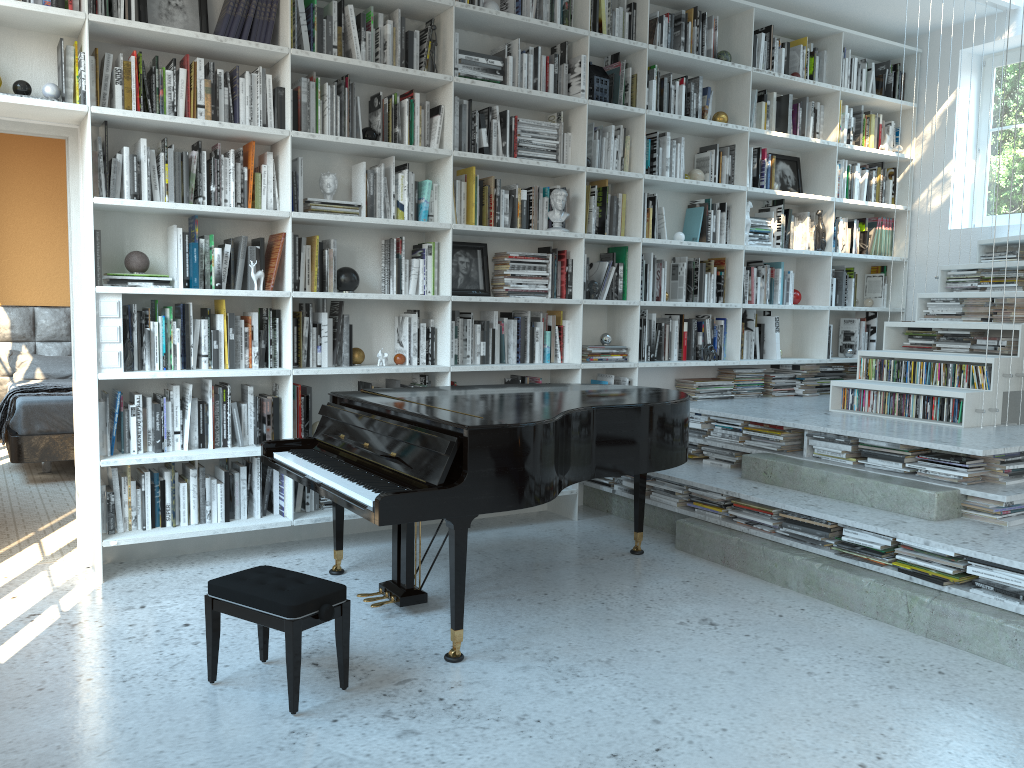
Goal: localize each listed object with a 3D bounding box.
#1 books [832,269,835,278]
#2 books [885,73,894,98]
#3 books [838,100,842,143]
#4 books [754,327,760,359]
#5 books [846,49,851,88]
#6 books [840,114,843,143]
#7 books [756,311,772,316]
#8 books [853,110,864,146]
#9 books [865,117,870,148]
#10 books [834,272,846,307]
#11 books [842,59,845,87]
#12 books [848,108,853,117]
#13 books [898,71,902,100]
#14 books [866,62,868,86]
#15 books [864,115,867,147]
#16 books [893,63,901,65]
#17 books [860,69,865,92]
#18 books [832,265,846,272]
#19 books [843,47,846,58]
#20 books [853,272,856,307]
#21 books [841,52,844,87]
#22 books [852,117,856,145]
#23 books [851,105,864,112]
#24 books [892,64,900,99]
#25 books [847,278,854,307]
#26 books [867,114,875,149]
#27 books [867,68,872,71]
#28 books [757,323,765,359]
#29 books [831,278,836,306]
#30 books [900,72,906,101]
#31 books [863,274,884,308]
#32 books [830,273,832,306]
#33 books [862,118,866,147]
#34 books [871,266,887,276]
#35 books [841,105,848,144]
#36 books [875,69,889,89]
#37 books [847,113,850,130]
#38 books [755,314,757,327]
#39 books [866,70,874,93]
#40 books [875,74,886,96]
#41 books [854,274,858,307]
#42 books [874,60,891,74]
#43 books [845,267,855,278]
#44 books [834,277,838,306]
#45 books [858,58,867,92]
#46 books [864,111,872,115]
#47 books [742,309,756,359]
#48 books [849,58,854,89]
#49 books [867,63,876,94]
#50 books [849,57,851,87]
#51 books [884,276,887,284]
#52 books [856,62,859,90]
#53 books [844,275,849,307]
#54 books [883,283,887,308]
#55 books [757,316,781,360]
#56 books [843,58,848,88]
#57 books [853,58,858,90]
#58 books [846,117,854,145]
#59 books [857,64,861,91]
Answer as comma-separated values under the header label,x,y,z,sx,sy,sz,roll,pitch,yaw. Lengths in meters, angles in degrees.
label,x,y,z,sx,sy,sz,roll,pitch,yaw
books,2.257,-0.693,6.394,0.024,0.267,0.133,-2,6,-31
books,2.696,-2.143,6.477,0.012,0.216,0.192,-2,6,-31
books,2.195,-1.793,6.125,0.010,0.294,0.183,-2,6,-31
books,1.600,-0.281,6.017,0.052,0.217,0.184,-2,6,-31
books,2.296,-2.176,6.242,0.012,0.306,0.184,-2,6,-31
books,2.208,-1.749,6.139,0.024,0.205,0.165,-2,6,-31
books,1.731,-0.341,6.113,0.012,0.326,0.136,-2,6,-31
books,2.386,-1.779,6.245,0.023,0.254,0.189,-2,6,-31
books,2.458,-1.766,6.296,0.013,0.222,0.174,-2,6,-31
books,2.317,-0.682,6.394,0.027,0.249,0.184,-2,6,-31
books,2.244,-2.135,6.204,0.022,0.229,0.174,-2,6,-31
books,2.306,-1.783,6.210,0.023,0.264,0.158,-2,6,-31
books,2.783,-2.162,6.544,0.014,0.248,0.184,-2,6,-31
books,2.485,-2.161,6.372,0.015,0.263,0.143,-2,6,-31
books,2.442,-1.774,6.297,0.012,0.238,0.165,-2,6,-31
books,2.808,-2.200,6.576,0.014,0.319,0.144,-2,6,-31
books,2.451,-2.133,6.352,0.026,0.208,0.163,-2,6,-31
books,2.356,-0.710,6.447,0.013,0.297,0.141,-2,6,-31
books,2.278,-2.187,6.247,0.012,0.327,0.151,-2,6,-31
books,2.446,-0.692,6.507,0.012,0.254,0.160,-2,6,-31
books,2.232,-2.154,6.191,0.012,0.269,0.184,-2,6,-31
books,2.355,-1.759,6.250,0.025,0.212,0.134,-2,6,-31
books,2.403,-1.801,6.258,0.022,0.297,0.152,-2,6,-31
books,2.750,-2.179,6.502,0.014,0.287,0.189,-2,6,-31
books,2.413,-0.665,6.466,0.021,0.205,0.174,-2,6,-31
books,2.470,-1.778,6.328,0.042,0.242,0.247,-2,6,-31
books,2.539,-2.150,6.418,0.010,0.236,0.131,-2,6,-31
books,1.642,-0.293,6.046,0.031,0.240,0.171,-2,6,-31
books,2.244,-0.658,6.368,0.029,0.201,0.172,-2,6,-31
books,2.806,-2.157,6.544,0.025,0.237,0.187,-2,6,-31
books,2.724,-0.701,6.675,0.012,0.254,0.160,-2,6,-31
books,2.220,-0.678,6.357,0.022,0.242,0.151,-2,6,-31
books,2.416,-1.757,6.275,0.014,0.206,0.184,-2,6,-31
books,2.771,-0.734,6.712,0.013,0.315,0.129,-2,6,-31
books,2.234,-1.778,6.142,0.026,0.263,0.189,-2,6,-31
books,2.652,-2.159,6.471,0.068,0.247,0.160,-2,6,-31
books,2.260,-1.760,6.173,0.049,0.224,0.161,-2,6,-31
books,1.616,-0.326,6.048,0.010,0.304,0.131,-2,6,-31
books,2.517,-2.137,6.390,0.057,0.212,0.162,-2,6,-31
books,2.622,-2.129,6.436,0.024,0.193,0.186,-2,6,-31
books,2.459,-0.685,6.510,0.013,0.240,0.166,-2,6,-31
books,2.696,-2.193,6.498,0.014,0.314,0.161,-2,6,-31
books,2.423,-0.705,6.478,0.011,0.285,0.161,-2,6,-31
books,2.281,-0.663,6.404,0.025,0.208,0.149,-2,6,-31
books,2.471,-2.172,6.368,0.012,0.285,0.159,-2,6,-31
books,2.521,-1.812,6.422,0.010,0.296,0.165,-2,6,-31
books,1.573,-0.338,5.995,0.014,0.334,0.168,-2,6,-31
books,2.342,-2.154,6.278,0.022,0.259,0.163,-2,6,-31
books,2.569,-2.172,6.430,0.069,0.277,0.131,-2,6,-31
books,2.319,-2.162,6.268,0.027,0.276,0.148,-2,6,-31
books,2.759,-0.694,6.700,0.022,0.237,0.152,-2,6,-31
books,2.392,-2.152,6.320,0.027,0.250,0.154,-2,6,-31
books,2.370,-0.677,6.452,0.014,0.231,0.172,-2,6,-31
books,2.745,-0.664,6.682,0.028,0.181,0.166,-2,6,-31
books,1.710,-0.317,6.035,0.075,0.291,0.254,-2,6,-31
books,2.271,-2.144,6.229,0.023,0.244,0.182,-2,6,-31
books,2.363,-2.158,6.292,0.029,0.264,0.178,-2,6,-31
books,2.294,-1.746,6.188,0.024,0.194,0.189,-2,6,-31
books,2.419,-2.146,6.327,0.025,0.237,0.143,-2,6,-31
